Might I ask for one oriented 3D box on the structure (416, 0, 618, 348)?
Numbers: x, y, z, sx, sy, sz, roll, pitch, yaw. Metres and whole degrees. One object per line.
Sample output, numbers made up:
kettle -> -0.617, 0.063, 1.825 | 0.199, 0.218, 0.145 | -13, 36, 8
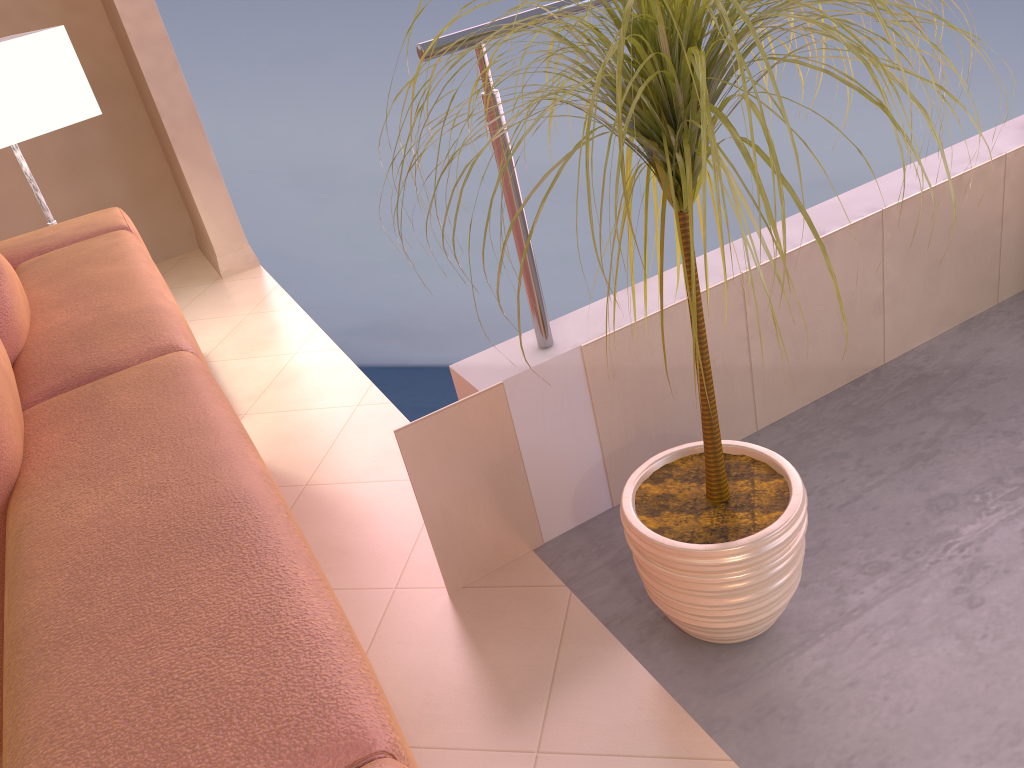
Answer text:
structure -> 1.565, 0.110, 0.021 | 1.663, 0.541, 4.176 | -25, 30, -18

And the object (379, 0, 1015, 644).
object -> 0.239, -0.103, 1.171 | 0.703, 1.088, 0.729 | 6, 35, 32

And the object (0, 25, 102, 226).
object -> -1.218, -0.500, 2.266 | 0.344, 0.799, 0.344 | 14, 39, 40

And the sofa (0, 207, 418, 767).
sofa -> -0.564, 0.526, 0.845 | 0.943, 0.672, 2.781 | -25, 30, -18

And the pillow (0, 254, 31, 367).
pillow -> -0.829, -0.027, 1.372 | 0.255, 0.446, 0.492 | -34, 35, -32

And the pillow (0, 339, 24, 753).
pillow -> -0.653, 0.112, 1.051 | 0.211, 0.468, 0.470 | -27, 31, -22
